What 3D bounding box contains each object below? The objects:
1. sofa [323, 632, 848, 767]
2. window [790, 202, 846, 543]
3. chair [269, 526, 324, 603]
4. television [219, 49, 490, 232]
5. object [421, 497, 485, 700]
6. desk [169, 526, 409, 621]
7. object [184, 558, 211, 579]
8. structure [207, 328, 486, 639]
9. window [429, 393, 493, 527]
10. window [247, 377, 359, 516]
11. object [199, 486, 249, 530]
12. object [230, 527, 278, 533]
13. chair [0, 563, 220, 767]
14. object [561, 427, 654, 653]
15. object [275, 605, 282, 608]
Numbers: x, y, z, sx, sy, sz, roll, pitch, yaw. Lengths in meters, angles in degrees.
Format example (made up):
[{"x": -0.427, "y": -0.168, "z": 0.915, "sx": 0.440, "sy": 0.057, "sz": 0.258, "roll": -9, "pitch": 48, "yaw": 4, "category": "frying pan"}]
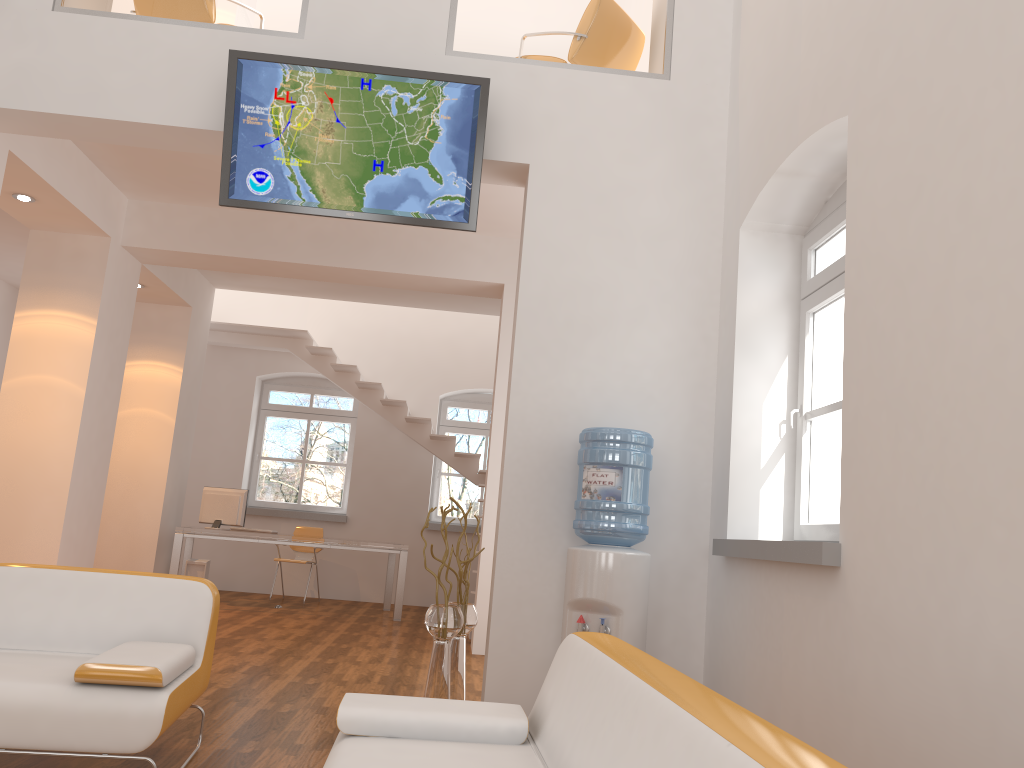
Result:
[{"x": -0.027, "y": 0.904, "z": 1.762, "sx": 0.825, "sy": 0.661, "sz": 2.010, "roll": 6, "pitch": -10, "yaw": -5, "category": "sofa"}, {"x": 1.521, "y": -0.091, "z": 3.920, "sx": 0.142, "sy": 1.627, "sz": 1.302, "roll": 5, "pitch": -10, "yaw": -3, "category": "window"}, {"x": -2.440, "y": 2.044, "z": 10.116, "sx": 0.495, "sy": 0.829, "sz": 0.464, "roll": 3, "pitch": -10, "yaw": 12, "category": "chair"}, {"x": -0.847, "y": -1.303, "z": 4.787, "sx": 1.388, "sy": 0.803, "sz": 0.266, "roll": 5, "pitch": -10, "yaw": -3, "category": "television"}, {"x": -0.306, "y": 1.182, "z": 4.847, "sx": 0.284, "sy": 1.112, "sz": 0.655, "roll": 2, "pitch": -10, "yaw": 18, "category": "object"}, {"x": -2.288, "y": 1.944, "z": 9.178, "sx": 2.239, "sy": 0.750, "sz": 1.092, "roll": 7, "pitch": -10, "yaw": -13, "category": "desk"}, {"x": -3.269, "y": 2.036, "z": 9.172, "sx": 0.200, "sy": 0.422, "sz": 0.474, "roll": 7, "pitch": -10, "yaw": -13, "category": "object"}, {"x": -1.520, "y": 0.869, "z": 9.278, "sx": 4.630, "sy": 3.042, "sz": 3.450, "roll": 5, "pitch": -10, "yaw": -3, "category": "structure"}, {"x": -0.353, "y": 0.984, "z": 11.444, "sx": 1.308, "sy": 1.737, "sz": 0.142, "roll": 5, "pitch": -10, "yaw": -3, "category": "window"}, {"x": -2.633, "y": 0.770, "z": 11.327, "sx": 1.308, "sy": 1.737, "sz": 0.142, "roll": 5, "pitch": -10, "yaw": -3, "category": "window"}, {"x": -2.968, "y": 1.261, "z": 8.995, "sx": 0.516, "sy": 0.418, "sz": 0.245, "roll": 0, "pitch": -11, "yaw": 26, "category": "object"}, {"x": -2.730, "y": 1.546, "z": 9.391, "sx": 0.467, "sy": 0.031, "sz": 0.200, "roll": 4, "pitch": -10, "yaw": 7, "category": "object"}, {"x": -1.591, "y": 1.001, "z": 3.106, "sx": 0.923, "sy": 0.661, "sz": 0.825, "roll": 6, "pitch": -10, "yaw": -8, "category": "chair"}, {"x": 0.471, "y": 0.976, "z": 4.385, "sx": 0.436, "sy": 1.490, "sz": 0.436, "roll": 8, "pitch": -10, "yaw": -17, "category": "object"}, {"x": -2.415, "y": 2.305, "z": 9.170, "sx": 0.054, "sy": 0.035, "sz": 0.115, "roll": 4, "pitch": -10, "yaw": 7, "category": "object"}]
